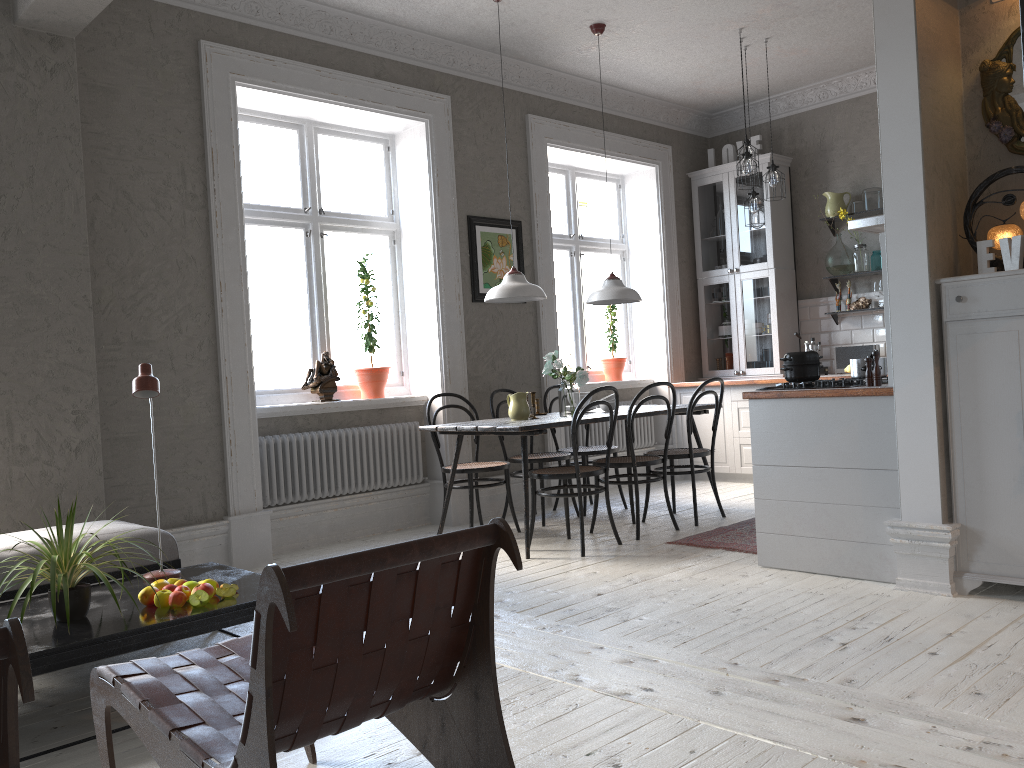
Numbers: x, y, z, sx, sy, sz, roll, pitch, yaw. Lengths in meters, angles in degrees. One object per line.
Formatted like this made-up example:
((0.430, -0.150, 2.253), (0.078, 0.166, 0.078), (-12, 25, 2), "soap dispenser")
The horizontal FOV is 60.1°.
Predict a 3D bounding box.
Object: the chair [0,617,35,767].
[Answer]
((-1.114, 0.697, 1.318), (0.518, 0.721, 0.995), (-4, 1, -43), "chair")

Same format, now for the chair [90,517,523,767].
((-0.480, 0.654, 1.920), (0.518, 0.721, 0.995), (-4, 1, -43), "chair")

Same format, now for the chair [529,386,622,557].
((0.351, 0.479, 5.035), (0.537, 0.920, 0.447), (-3, 1, 44), "chair")

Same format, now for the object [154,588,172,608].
((-1.171, 0.718, 2.979), (0.062, 0.063, 0.061), (-4, 1, -12), "object")

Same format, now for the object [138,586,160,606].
((-1.232, 0.720, 3.011), (0.071, 0.066, 0.069), (-4, 1, -28), "object")

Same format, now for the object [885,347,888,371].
((3.046, -0.306, 6.862), (0.345, 0.425, 0.358), (-3, 1, 32), "object")

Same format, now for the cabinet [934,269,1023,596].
((2.119, 0.197, 3.516), (0.392, 1.297, 0.652), (-4, 1, -43), "cabinet")

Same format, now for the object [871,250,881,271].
((2.987, -0.998, 7.207), (0.129, 0.172, 0.123), (-4, 1, -40), "object")

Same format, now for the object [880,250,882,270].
((3.003, -1.014, 7.056), (0.127, 0.206, 0.123), (-4, 1, -21), "object")

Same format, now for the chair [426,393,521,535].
((-0.262, 0.510, 5.709), (0.447, 0.920, 0.538), (-4, 1, -36), "chair")

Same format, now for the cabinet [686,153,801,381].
((2.083, -0.985, 7.915), (0.396, 1.921, 0.860), (-4, 1, -43), "cabinet")

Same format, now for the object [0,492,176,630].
((-1.420, 0.563, 2.879), (0.674, 0.420, 0.719), (-4, 1, -25), "object")

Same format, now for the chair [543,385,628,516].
((0.519, 0.458, 6.432), (0.446, 0.920, 0.539), (-4, 1, -31), "chair")

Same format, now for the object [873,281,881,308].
((2.981, -0.724, 7.208), (0.080, 0.217, 0.083), (-3, 1, 33), "object")

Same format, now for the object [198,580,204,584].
((-1.096, 0.725, 3.157), (0.067, 0.039, 0.063), (-4, 1, -38), "object")

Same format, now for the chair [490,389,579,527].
((0.147, 0.482, 6.102), (0.537, 0.920, 0.447), (-3, 1, 44), "chair")

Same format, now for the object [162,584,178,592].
((-1.183, 0.722, 3.063), (0.057, 0.056, 0.061), (-3, 1, 33), "object")

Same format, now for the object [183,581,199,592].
((-1.119, 0.717, 3.090), (0.061, 0.058, 0.061), (-3, 1, 1), "object")

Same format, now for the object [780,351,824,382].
((1.427, -0.085, 4.360), (0.187, 0.147, 0.196), (-3, 1, 26), "object")

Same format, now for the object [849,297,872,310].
((2.863, -0.662, 7.277), (0.174, 0.111, 0.098), (-3, 1, 24), "object")

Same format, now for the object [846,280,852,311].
((2.807, -0.735, 7.367), (0.062, 0.264, 0.053), (-4, 1, -7), "object")

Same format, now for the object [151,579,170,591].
((-1.235, 0.719, 3.103), (0.072, 0.066, 0.065), (-4, 1, -39), "object")

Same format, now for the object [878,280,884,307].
((2.971, -0.722, 7.079), (0.080, 0.217, 0.083), (-3, 1, 33), "object")

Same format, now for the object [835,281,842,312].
((2.748, -0.732, 7.454), (0.052, 0.264, 0.062), (-3, 1, 18), "object")

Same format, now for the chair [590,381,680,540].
((0.744, 0.453, 5.414), (0.447, 0.920, 0.538), (-4, 1, -36), "chair")

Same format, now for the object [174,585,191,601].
((-1.127, 0.718, 3.028), (0.055, 0.058, 0.060), (-3, 1, 37), "object")

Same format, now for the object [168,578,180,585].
((-1.216, 0.724, 3.178), (0.067, 0.055, 0.060), (-3, 1, 14), "object")

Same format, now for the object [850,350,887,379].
((1.777, -0.098, 4.329), (0.176, 0.134, 0.301), (-3, 1, -8), "object")

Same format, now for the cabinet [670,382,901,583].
((2.271, 0.386, 5.865), (1.984, 0.854, 4.203), (-3, 0, 3), "cabinet")

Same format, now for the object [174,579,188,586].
((-1.167, 0.720, 3.128), (0.056, 0.058, 0.059), (-3, 1, 29), "object")

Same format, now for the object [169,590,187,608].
((-1.115, 0.718, 2.955), (0.057, 0.058, 0.056), (-4, 1, -19), "object")

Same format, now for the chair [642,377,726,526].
((1.115, 0.428, 5.741), (0.537, 0.920, 0.447), (-3, 1, 44), "chair")

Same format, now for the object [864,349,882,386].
((1.636, -0.073, 4.017), (0.036, 0.167, 0.071), (-4, 1, -43), "object")

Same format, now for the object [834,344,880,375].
((2.799, -0.197, 7.184), (0.090, 0.226, 0.344), (-4, 1, -43), "object")

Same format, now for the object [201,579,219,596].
((-1.056, 0.711, 3.091), (0.058, 0.062, 0.065), (-3, 1, 28), "object")

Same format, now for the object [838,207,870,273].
((2.775, -1.171, 7.205), (0.187, 0.540, 0.286), (-3, 1, 39), "object")

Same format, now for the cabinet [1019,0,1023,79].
((0.854, 0.208, 0.991), (0.631, 1.471, 0.341), (-4, 1, -44), "cabinet")

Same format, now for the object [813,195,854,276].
((2.687, -1.236, 7.359), (0.330, 0.674, 0.341), (-3, 1, 15), "object")

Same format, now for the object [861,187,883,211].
((2.920, -1.484, 7.169), (0.173, 0.184, 0.171), (-3, 1, -4), "object")

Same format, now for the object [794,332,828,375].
((2.470, -0.251, 7.400), (0.361, 0.370, 0.201), (-4, 1, -43), "object")

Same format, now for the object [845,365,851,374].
((2.719, -0.119, 6.974), (0.193, 0.083, 0.193), (-4, 1, -43), "object")
